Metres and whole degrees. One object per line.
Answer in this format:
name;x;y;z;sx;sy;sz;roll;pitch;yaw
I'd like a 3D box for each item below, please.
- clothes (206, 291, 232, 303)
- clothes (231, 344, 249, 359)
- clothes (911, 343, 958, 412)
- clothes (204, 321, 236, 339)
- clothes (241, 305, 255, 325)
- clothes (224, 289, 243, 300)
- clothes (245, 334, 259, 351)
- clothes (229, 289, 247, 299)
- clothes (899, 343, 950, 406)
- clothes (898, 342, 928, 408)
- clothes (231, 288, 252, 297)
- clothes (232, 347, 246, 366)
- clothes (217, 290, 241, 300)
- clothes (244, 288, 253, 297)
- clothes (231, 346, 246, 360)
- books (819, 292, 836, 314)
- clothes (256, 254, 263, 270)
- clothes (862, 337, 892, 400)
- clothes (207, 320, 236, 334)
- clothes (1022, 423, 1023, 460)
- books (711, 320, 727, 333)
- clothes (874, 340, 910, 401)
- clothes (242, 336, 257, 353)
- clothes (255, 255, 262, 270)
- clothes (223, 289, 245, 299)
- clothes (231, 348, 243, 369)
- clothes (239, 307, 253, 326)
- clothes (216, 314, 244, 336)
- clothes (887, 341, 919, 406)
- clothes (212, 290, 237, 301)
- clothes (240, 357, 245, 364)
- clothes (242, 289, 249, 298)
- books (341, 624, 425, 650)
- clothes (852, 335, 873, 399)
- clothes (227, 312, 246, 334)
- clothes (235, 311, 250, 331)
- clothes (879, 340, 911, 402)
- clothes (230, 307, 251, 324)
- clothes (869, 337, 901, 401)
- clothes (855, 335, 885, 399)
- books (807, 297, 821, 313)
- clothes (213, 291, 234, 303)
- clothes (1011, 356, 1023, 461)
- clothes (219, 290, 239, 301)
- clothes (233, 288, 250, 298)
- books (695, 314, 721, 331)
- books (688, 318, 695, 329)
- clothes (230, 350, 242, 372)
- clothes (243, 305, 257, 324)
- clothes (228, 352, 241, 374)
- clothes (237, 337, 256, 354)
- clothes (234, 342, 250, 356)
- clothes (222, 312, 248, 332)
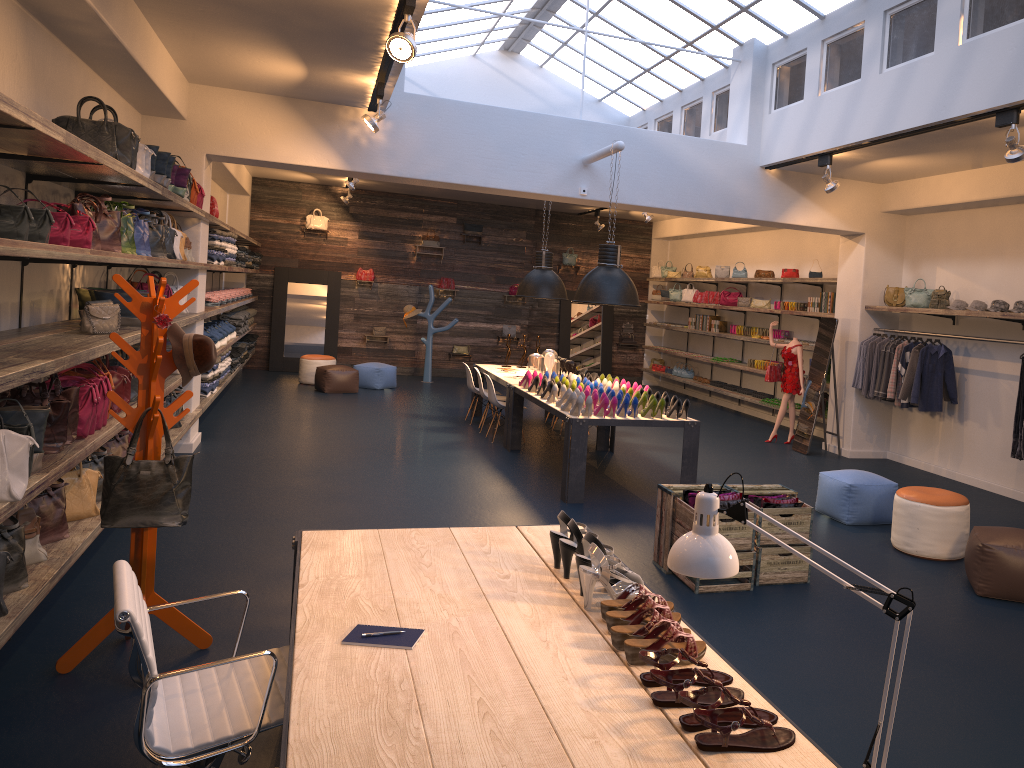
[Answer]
clothes;-3.912;-1.149;11.493;0.351;0.158;0.321;5;5;4
clothes;-4.422;-0.526;13.799;0.426;0.250;0.340;4;4;-8
clothes;4.859;-0.074;9.965;0.711;0.795;0.166;3;2;-20
clothes;-3.944;-0.716;11.542;0.428;0.240;0.427;4;5;-1
clothes;-4.615;-1.182;14.901;0.348;0.341;0.381;4;4;-9
clothes;-4.260;-1.360;13.174;0.338;0.154;0.333;2;6;-22
clothes;-4.691;-0.729;15.312;0.382;0.298;0.621;3;5;-13
clothes;-4.410;-1.442;13.847;0.338;0.154;0.333;2;6;-22
clothes;4.828;-0.102;10.114;0.742;0.734;0.164;3;2;-21
clothes;4.787;-0.104;10.269;0.594;0.792;0.117;3;2;-19
clothes;-4.671;-1.568;14.910;0.351;0.158;0.321;5;5;4
clothes;-4.086;-0.396;12.599;0.364;0.298;0.297;3;4;-11
clothes;-4.214;-1.316;12.854;0.351;0.158;0.321;5;5;4
clothes;-4.717;-1.612;15.230;0.338;0.154;0.333;2;6;-22
clothes;-4.334;-0.479;13.410;0.439;0.250;0.330;3;5;-19
books;4.520;-1.114;12.003;0.251;0.287;0.610;3;5;-16
clothes;-4.633;-2.184;15.425;0.364;0.298;0.297;3;4;-11
clothes;4.651;-0.199;10.877;0.561;0.799;0.178;3;2;-24
clothes;-4.027;-0.761;11.917;0.446;0.240;0.409;3;5;-17
clothes;5.157;0.268;8.535;0.242;1.045;0.140;4;2;-19
books;3.757;-1.042;15.739;0.191;0.212;0.315;3;5;-15
clothes;4.705;-0.156;10.581;0.689;0.752;0.122;3;2;-18
clothes;-4.586;-0.672;14.852;0.390;0.298;0.301;2;4;-28
clothes;-4.565;-2.146;15.119;0.370;0.298;0.292;3;4;-17
clothes;-4.364;-1.399;13.527;0.351;0.158;0.321;5;5;4
clothes;-4.018;-0.358;12.293;0.370;0.298;0.292;3;4;-17
clothes;-4.523;-1.131;14.489;0.348;0.341;0.381;4;4;-9
clothes;-4.014;-0.842;12.364;0.398;0.302;0.329;2;5;-28
clothes;4.767;-0.125;10.371;0.711;0.795;0.166;3;2;-20
clothes;-4.061;-1.232;12.166;0.351;0.158;0.321;5;5;4
clothes;-4.253;-0.433;13.040;0.426;0.250;0.340;4;4;-8
clothes;-4.521;-1.486;14.237;0.351;0.158;0.321;5;5;4
books;-0.374;0.736;2.547;0.203;0.018;0.139;5;6;3
clothes;4.572;-0.216;11.057;0.571;0.813;0.116;3;2;-20
clothes;-4.101;-0.893;12.714;0.416;0.317;0.335;2;5;-30
clothes;-4.265;-0.983;13.450;0.416;0.317;0.335;2;5;-30
clothes;4.725;-0.145;10.490;0.689;0.752;0.122;3;2;-18
clothes;-4.432;-1.081;14.077;0.348;0.341;0.381;4;4;-9
clothes;4.684;-0.181;10.727;0.561;0.799;0.178;3;2;-24
clothes;4.586;-0.209;10.995;0.571;0.813;0.116;3;2;-20
books;4.388;-1.130;12.435;0.189;0.209;0.304;3;5;-14
clothes;-3.958;-1.193;11.813;0.338;0.154;0.333;2;6;-22
clothes;5.110;0.246;8.674;0.242;1.045;0.140;4;2;-19
clothes;-4.107;-1.276;12.486;0.338;0.154;0.333;2;6;-22
clothes;-4.567;-1.529;14.557;0.338;0.154;0.333;2;6;-22
books;3.647;-1.139;16.192;0.251;0.287;0.610;3;5;-16
books;3.515;-1.155;16.624;0.189;0.209;0.304;3;5;-14
clothes;-3.950;-0.321;11.988;0.390;0.298;0.301;2;4;-28
clothes;-4.706;-1.232;15.313;0.348;0.341;0.381;4;4;-9
clothes;-3.872;-0.283;11.688;0.387;0.298;0.313;3;4;-14
clothes;-4.507;-0.634;14.551;0.387;0.298;0.313;3;4;-14
clothes;-4.502;-0.571;14.169;0.439;0.250;0.330;3;5;-19
clothes;-4.177;-0.932;13.101;0.398;0.302;0.329;2;5;-28
